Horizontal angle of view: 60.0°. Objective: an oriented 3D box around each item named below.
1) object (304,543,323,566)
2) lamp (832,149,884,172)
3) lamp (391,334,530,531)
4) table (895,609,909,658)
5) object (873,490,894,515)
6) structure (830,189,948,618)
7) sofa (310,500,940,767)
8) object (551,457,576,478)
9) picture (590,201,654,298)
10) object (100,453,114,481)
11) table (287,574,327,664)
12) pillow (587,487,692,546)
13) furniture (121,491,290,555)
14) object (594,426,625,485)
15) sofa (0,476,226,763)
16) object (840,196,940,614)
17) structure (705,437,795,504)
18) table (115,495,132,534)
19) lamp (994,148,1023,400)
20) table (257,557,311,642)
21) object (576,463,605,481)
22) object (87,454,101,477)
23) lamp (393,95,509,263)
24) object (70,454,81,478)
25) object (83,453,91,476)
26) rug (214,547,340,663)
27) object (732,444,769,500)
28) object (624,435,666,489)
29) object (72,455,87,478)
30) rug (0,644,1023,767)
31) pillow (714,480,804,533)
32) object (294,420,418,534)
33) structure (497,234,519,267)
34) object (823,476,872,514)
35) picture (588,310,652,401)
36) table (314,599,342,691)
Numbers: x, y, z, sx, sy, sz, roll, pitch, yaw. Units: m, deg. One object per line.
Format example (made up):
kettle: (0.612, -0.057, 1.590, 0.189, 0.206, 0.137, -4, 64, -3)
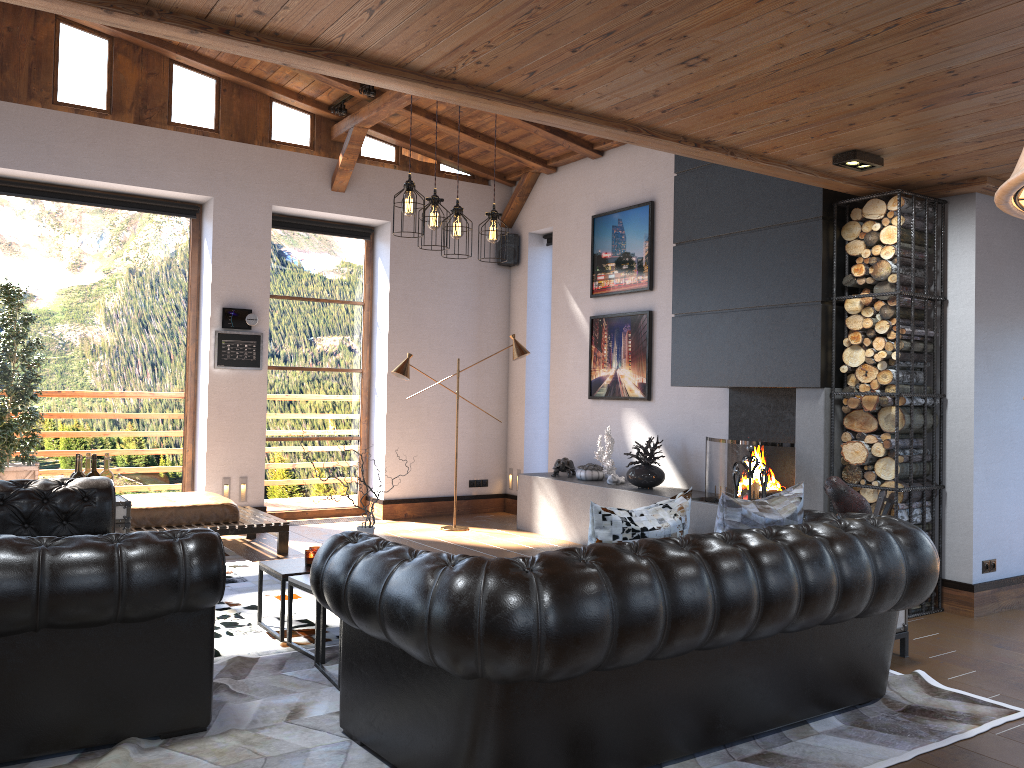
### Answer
object: (-1.011, 0.955, 4.961, 0.246, 0.081, 0.303, 1, -1, 5)
lamp: (1.933, -1.252, 4.949, 0.264, 0.068, 0.153, 2, -1, -34)
lamp: (-0.521, 0.456, 8.524, 1.329, 1.899, 0.524, 1, -1, -13)
table: (1.785, 1.104, 4.651, 0.422, 0.609, 0.401, 2, -1, -33)
object: (2.186, 1.037, 5.431, 0.264, 0.795, 0.266, 0, -2, 40)
structure: (2.415, 0.126, 5.705, 0.517, 2.618, 0.496, 2, -2, -33)
sofa: (0.602, 0.953, 3.582, 2.594, 0.838, 1.225, 2, -1, -34)
object: (0.498, 0.802, 8.566, 0.225, 0.183, 0.407, 1, -1, 11)
picture: (1.026, -1.251, 8.375, 0.036, 0.816, 0.869, 2, -1, -33)
object: (-2.566, 0.581, 5.608, 0.088, 0.286, 0.087, 2, -1, -23)
table: (-0.773, 1.172, 4.597, 0.658, 0.350, 0.395, 2, -1, -39)
pillow: (0.470, 0.638, 3.438, 0.534, 0.469, 0.280, 2, -1, -31)
furniture: (-3.261, 1.108, 6.815, 2.790, 0.437, 1.162, 2, -1, -34)
object: (0.855, 0.634, 7.903, 0.257, 0.532, 0.431, 1, -1, 25)
sofa: (-2.239, 0.898, 3.977, 1.253, 0.838, 2.537, 2, -1, -34)
object: (2.419, 0.132, 5.716, 0.471, 2.613, 0.488, 2, -2, -34)
structure: (1.713, 0.670, 6.504, 0.185, 0.514, 0.971, 2, -1, -33)
table: (-2.637, 1.022, 5.530, 0.422, 0.609, 0.401, 2, -1, -33)
lamp: (0.445, 0.469, 0.194, 0.249, 1.482, 0.625, 2, -2, -42)
table: (-1.031, 1.170, 4.946, 0.657, 0.350, 0.396, 2, -1, -34)
object: (0.729, 0.815, 8.249, 0.261, 0.161, 0.278, 2, -1, -31)
object: (-2.605, 0.579, 5.517, 0.086, 0.286, 0.088, 0, -2, 34)
lamp: (-0.352, -1.854, 5.213, 0.812, 2.202, 0.258, 2, -2, -43)
object: (-2.703, 0.577, 5.515, 0.087, 0.286, 0.087, 1, -1, 6)
object: (-2.683, 0.578, 5.606, 0.088, 0.286, 0.087, 2, -1, -21)
rug: (-2.731, 1.298, 5.627, 2.458, 0.053, 3.766, 2, -1, -33)
object: (1.600, 0.915, 5.972, 0.306, 1.018, 0.309, 1, -1, 12)
object: (1.145, 0.663, 7.579, 0.335, 0.455, 0.340, 1, -1, -8)
object: (-2.650, 0.577, 5.428, 0.087, 0.286, 0.088, 0, -2, 33)
rug: (-0.108, 1.332, 3.659, 4.088, 0.053, 2.405, 2, -1, -33)
pillow: (1.041, 0.654, 3.820, 0.534, 0.469, 0.280, 2, -1, -31)
object: (-0.804, 0.592, 4.631, 0.625, 0.808, 0.403, 2, -1, -23)
structure: (-0.041, -1.490, 9.871, 0.216, 0.349, 0.211, 2, -1, -33)
object: (1.770, 0.648, 4.658, 0.247, 0.319, 0.150, 1, -1, 7)
picture: (1.005, -0.257, 8.351, 0.036, 0.816, 0.869, 2, -1, -33)
table: (-0.556, 1.172, 4.201, 0.657, 0.350, 0.396, 2, -1, -29)
